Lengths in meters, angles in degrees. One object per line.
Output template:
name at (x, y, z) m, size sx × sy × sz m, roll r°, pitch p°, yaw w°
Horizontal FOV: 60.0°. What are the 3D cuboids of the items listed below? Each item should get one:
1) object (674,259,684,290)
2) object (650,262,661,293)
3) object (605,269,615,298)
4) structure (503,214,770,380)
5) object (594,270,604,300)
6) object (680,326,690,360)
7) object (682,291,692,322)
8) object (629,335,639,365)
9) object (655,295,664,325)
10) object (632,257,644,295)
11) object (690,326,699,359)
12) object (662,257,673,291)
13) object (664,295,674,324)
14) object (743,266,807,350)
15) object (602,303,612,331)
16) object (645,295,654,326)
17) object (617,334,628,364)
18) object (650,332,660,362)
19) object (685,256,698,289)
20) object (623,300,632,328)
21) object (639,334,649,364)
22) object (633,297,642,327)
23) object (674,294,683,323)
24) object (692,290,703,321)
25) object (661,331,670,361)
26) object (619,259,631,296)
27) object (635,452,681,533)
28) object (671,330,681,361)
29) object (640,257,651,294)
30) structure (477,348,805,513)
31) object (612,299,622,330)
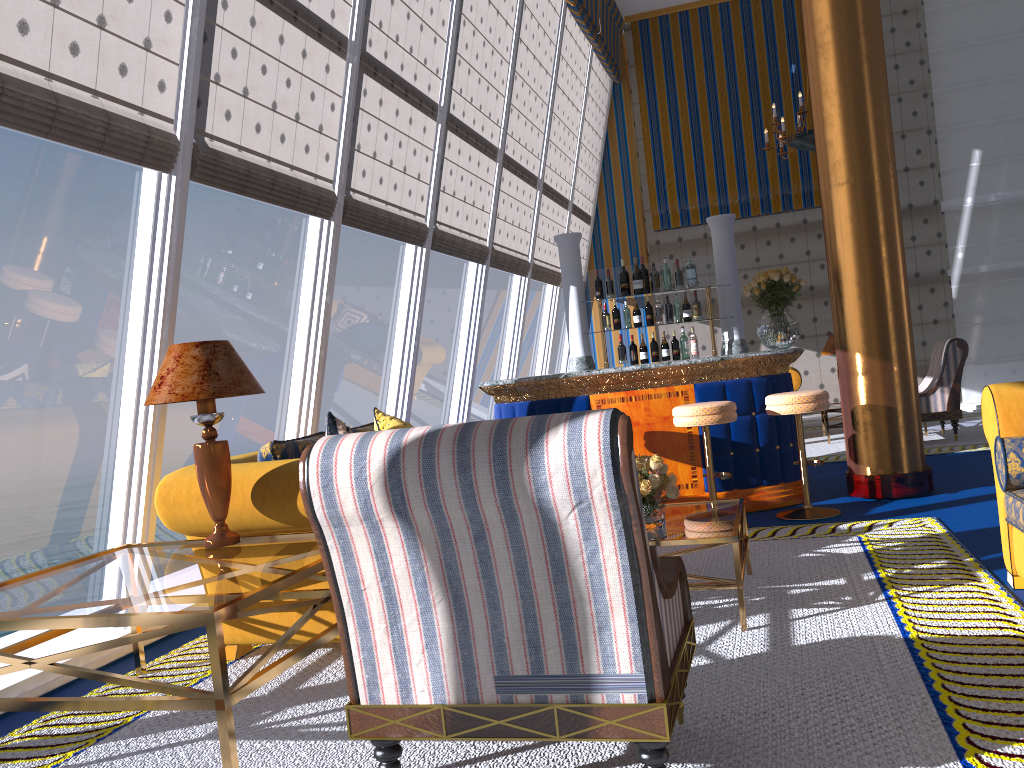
object at (1.337, -0.880, 7.124) m, size 0.073 × 0.246 × 0.072 m, roll -7°, pitch 1°, yaw -25°
object at (1.150, -0.856, 7.143) m, size 0.077 × 0.248 × 0.076 m, roll -7°, pitch 1°, yaw -20°
object at (0.800, -0.822, 7.273) m, size 0.073 × 0.246 × 0.072 m, roll -7°, pitch 1°, yaw -25°
structure at (1.017, -0.191, 7.342) m, size 2.306 × 2.196 × 0.771 m, roll -6°, pitch 1°, yaw 7°
object at (0.708, -0.812, 7.254) m, size 0.065 × 0.244 × 0.066 m, roll -6°, pitch 1°, yaw 20°
object at (1.394, -0.333, 7.180) m, size 0.069 × 0.269 × 0.068 m, roll -7°, pitch 1°, yaw -23°
object at (1.401, -0.621, 7.128) m, size 0.068 × 0.244 × 0.068 m, roll -6°, pitch 1°, yaw -3°
object at (0.986, -0.277, 7.205) m, size 0.065 × 0.244 × 0.066 m, roll -6°, pitch 1°, yaw 20°
object at (1.179, -0.598, 7.133) m, size 0.057 × 0.239 × 0.056 m, roll -6°, pitch 1°, yaw -10°
object at (1.011, -0.870, 7.154) m, size 0.085 × 0.303 × 0.085 m, roll -6°, pitch 1°, yaw 10°
object at (1.471, -0.336, 7.169) m, size 0.061 × 0.258 × 0.061 m, roll -6°, pitch 1°, yaw 16°
object at (1.239, -0.880, 7.111) m, size 0.068 × 0.271 × 0.070 m, roll -6°, pitch 1°, yaw 27°
object at (1.259, -0.602, 7.144) m, size 0.071 × 0.232 × 0.071 m, roll -6°, pitch 1°, yaw -5°
object at (1.937, -7.399, 4.035) m, size 62.822 × 33.610 × 63.710 m, roll -6°, pitch 1°, yaw 23°
object at (0.765, -0.544, 7.185) m, size 0.066 × 0.225 × 0.066 m, roll -7°, pitch 1°, yaw -15°
object at (1.103, -0.592, 7.151) m, size 0.065 × 0.244 × 0.065 m, roll -6°, pitch 1°, yaw -3°
object at (0.890, -0.284, 7.194) m, size 0.071 × 0.242 × 0.071 m, roll -6°, pitch 1°, yaw -2°
object at (1.149, -0.298, 7.165) m, size 0.065 × 0.244 × 0.065 m, roll -6°, pitch 1°, yaw -3°
object at (1.441, -0.900, 7.137) m, size 0.092 × 0.259 × 0.092 m, roll -6°, pitch 1°, yaw -1°
object at (0.932, -0.566, 7.180) m, size 0.059 × 0.230 × 0.058 m, roll -7°, pitch 1°, yaw -25°
object at (1.063, -0.285, 7.186) m, size 0.068 × 0.244 × 0.068 m, roll -6°, pitch 1°, yaw -3°
object at (1.007, -0.578, 7.161) m, size 0.068 × 0.244 × 0.068 m, roll -6°, pitch 1°, yaw -3°
object at (1.334, -0.610, 7.146) m, size 0.059 × 0.230 × 0.058 m, roll -7°, pitch 1°, yaw -25°
object at (1.480, -0.630, 7.110) m, size 0.071 × 0.244 × 0.072 m, roll -5°, pitch 1°, yaw 37°
object at (1.235, -0.308, 7.170) m, size 0.068 × 0.244 × 0.068 m, roll -6°, pitch 1°, yaw -3°
object at (0.910, -0.859, 7.182) m, size 0.081 × 0.303 × 0.082 m, roll -6°, pitch 1°, yaw 22°
object at (0.490, 0.471, 3.870) m, size 0.455 × 0.388 × 0.503 m, roll -6°, pitch 1°, yaw -3°
object at (1.319, -0.313, 7.168) m, size 0.065 × 0.244 × 0.065 m, roll -6°, pitch 1°, yaw -3°
object at (1.064, -0.877, 7.164) m, size 0.080 × 0.303 × 0.082 m, roll -6°, pitch 1°, yaw 33°
structure at (0.944, 0.395, 6.273) m, size 2.307 × 1.065 × 0.770 m, roll -6°, pitch 1°, yaw 5°
object at (0.844, -0.564, 7.189) m, size 0.065 × 0.244 × 0.065 m, roll -6°, pitch 1°, yaw -3°
